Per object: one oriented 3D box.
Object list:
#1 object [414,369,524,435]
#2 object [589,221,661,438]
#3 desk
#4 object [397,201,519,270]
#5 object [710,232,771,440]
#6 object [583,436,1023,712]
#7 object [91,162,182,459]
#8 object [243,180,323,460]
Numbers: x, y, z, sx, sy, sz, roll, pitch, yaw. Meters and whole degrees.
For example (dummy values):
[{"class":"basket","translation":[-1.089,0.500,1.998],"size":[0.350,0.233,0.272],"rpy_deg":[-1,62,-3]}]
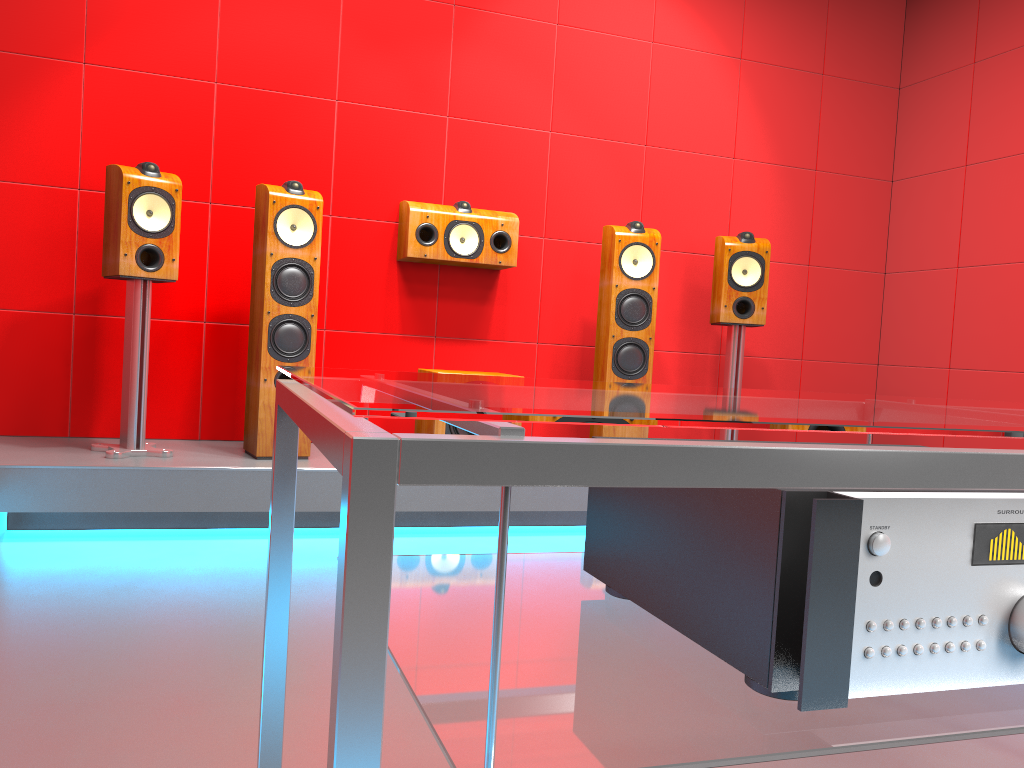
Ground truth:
[{"class":"object","translation":[-0.184,0.132,3.673],"size":[0.360,0.360,0.360],"rpy_deg":[3,3,-19]},{"class":"object","translation":[0.496,-0.183,3.911],"size":[0.203,1.052,0.238],"rpy_deg":[3,2,-9]},{"class":"desk","translation":[0.518,0.373,0.967],"size":[1.617,0.690,0.594],"rpy_deg":[3,3,-19]},{"class":"object","translation":[-0.240,-0.671,3.947],"size":[0.493,0.271,0.235],"rpy_deg":[3,3,-19]},{"class":"object","translation":[1.023,-0.160,4.067],"size":[0.231,1.058,0.265],"rpy_deg":[4,2,1]},{"class":"object","translation":[0.341,0.154,0.825],"size":[0.431,0.158,0.371],"rpy_deg":[3,3,-19]},{"class":"object","translation":[-1.370,-0.272,3.248],"size":[0.231,1.058,0.265],"rpy_deg":[2,3,-39]},{"class":"object","translation":[-0.882,-0.246,3.415],"size":[0.203,1.052,0.238],"rpy_deg":[2,3,-29]}]
